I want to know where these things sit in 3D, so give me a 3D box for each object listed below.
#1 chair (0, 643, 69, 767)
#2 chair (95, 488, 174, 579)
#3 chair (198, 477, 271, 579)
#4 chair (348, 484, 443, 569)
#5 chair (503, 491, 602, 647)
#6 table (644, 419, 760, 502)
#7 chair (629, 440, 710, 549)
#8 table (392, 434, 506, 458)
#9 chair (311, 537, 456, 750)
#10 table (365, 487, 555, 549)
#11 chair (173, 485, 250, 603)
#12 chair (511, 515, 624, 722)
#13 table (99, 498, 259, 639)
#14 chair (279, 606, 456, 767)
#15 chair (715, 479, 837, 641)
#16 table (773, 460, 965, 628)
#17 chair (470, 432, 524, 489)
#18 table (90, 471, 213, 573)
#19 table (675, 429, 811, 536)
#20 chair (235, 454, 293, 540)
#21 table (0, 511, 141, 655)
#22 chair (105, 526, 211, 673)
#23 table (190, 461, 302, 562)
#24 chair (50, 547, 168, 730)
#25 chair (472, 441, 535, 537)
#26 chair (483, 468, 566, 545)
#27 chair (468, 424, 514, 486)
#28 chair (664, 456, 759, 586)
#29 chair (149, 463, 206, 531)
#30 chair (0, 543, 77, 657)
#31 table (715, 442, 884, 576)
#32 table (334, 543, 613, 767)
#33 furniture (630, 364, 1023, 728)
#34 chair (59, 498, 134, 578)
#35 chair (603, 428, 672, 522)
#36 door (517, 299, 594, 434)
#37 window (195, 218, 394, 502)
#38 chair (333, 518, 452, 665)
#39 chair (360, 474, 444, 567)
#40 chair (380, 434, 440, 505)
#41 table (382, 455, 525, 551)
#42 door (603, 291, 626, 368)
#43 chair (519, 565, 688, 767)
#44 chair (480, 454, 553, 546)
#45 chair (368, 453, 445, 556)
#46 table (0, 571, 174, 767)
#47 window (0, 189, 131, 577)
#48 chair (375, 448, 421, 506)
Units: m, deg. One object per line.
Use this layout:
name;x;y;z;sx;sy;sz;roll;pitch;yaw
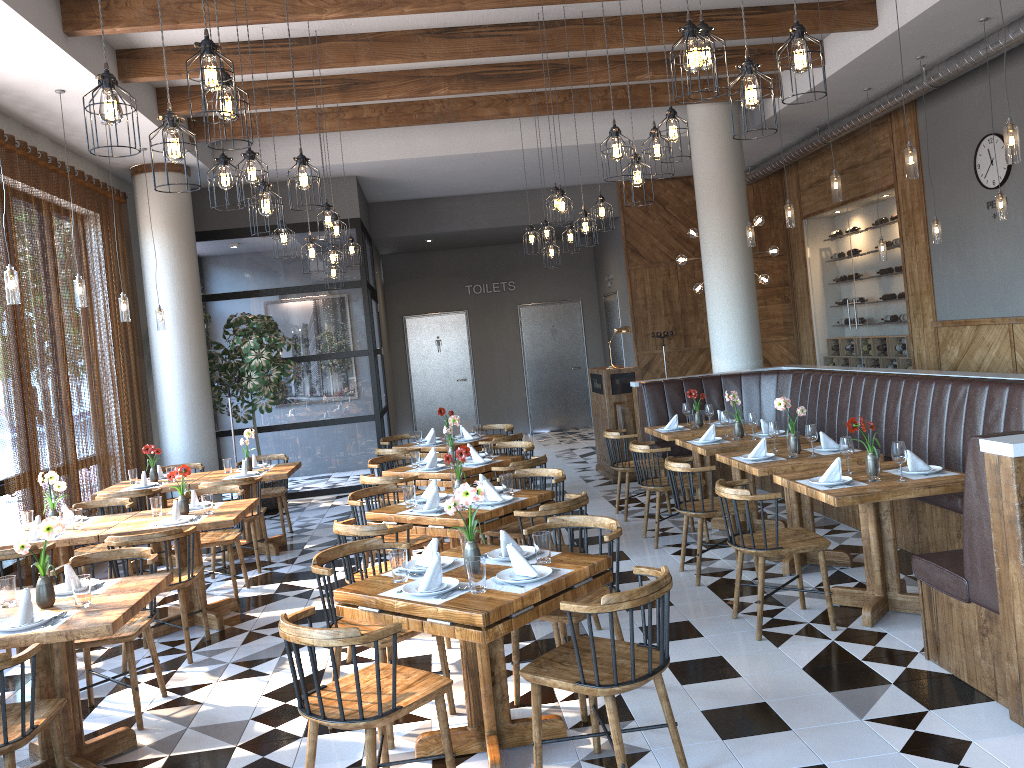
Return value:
chair;-1.987;1.374;3.313;0.519;0.817;0.550;-6;1;-5
chair;-3.215;1.292;7.577;0.519;0.817;0.550;-6;1;-5
chair;-2.379;1.204;7.653;0.519;0.817;0.550;-6;1;-5
chair;-0.784;1.124;6.002;0.549;0.817;0.521;-5;1;40
chair;0.201;1.065;5.175;0.549;0.817;0.521;-5;1;40
table;1.797;0.779;8.331;0.850;0.763;0.850;-6;2;-5
chair;1.266;0.861;7.181;0.550;0.817;0.519;-6;1;-5
table;-0.622;0.974;9.321;0.862;0.763;0.866;-4;2;40
chair;-0.622;1.194;4.209;0.549;0.817;0.521;-5;1;40
table;-0.286;1.120;5.597;0.862;0.763;0.866;-4;2;40
chair;-2.302;1.237;6.806;0.519;0.817;0.550;-6;1;-5
chair;0.282;1.099;4.291;0.518;0.817;0.551;-5;1;40
table;-2.234;1.288;6.154;0.850;0.763;0.850;-6;2;-5
chair;-0.540;1.229;3.301;0.518;0.817;0.551;-5;1;40
chair;1.465;0.947;4.986;0.550;0.817;0.519;-6;1;-5
table;2.094;0.908;5.047;0.850;0.763;0.850;-6;2;-5
chair;-0.136;0.919;8.911;0.549;0.817;0.521;-5;1;40
table;-3.276;1.293;8.224;0.850;0.763;0.850;-6;2;-5
table;1.897;0.822;7.232;0.850;0.763;0.850;-6;2;-5
chair;-2.496;1.153;8.953;0.519;0.817;0.550;-6;1;-5
table;-3.082;1.377;6.077;0.850;0.763;0.850;-6;2;-5
chair;-2.185;1.288;5.506;0.519;0.817;0.550;-6;1;-5
table;-2.428;1.204;8.301;0.850;0.763;0.850;-6;2;-5
chair;-2.104;1.323;4.613;0.519;0.817;0.550;-6;1;-5
chair;-0.048;0.957;7.936;0.518;0.817;0.551;-5;1;40
chair;0.120;1.029;6.083;0.518;0.817;0.551;-5;1;40
chair;-0.228;0.883;9.840;0.518;0.817;0.551;-5;1;40
chair;1.366;0.904;6.084;0.550;0.817;0.519;-6;1;-5
chair;-3.332;1.241;8.877;0.519;0.817;0.550;-6;1;-5
chair;-3.021;1.375;5.430;0.519;0.817;0.550;-6;1;-5
table;1.995;0.865;6.146;0.850;0.763;0.850;-6;2;-5
table;-0.124;1.190;3.805;0.862;0.763;0.866;-4;2;40
furniture;2.631;0.577;6.769;1.918;1.149;6.591;-6;3;-5
chair;-3.139;1.325;6.730;0.519;0.817;0.550;-6;1;-5
chair;1.167;0.818;8.279;0.550;0.817;0.519;-6;1;-5
door;0.812;-0.330;16.392;1.207;2.393;0.114;-6;0;-5
window;-3.191;-0.298;12.457;2.728;3.548;2.186;-6;1;-5
chair;-0.702;1.159;5.094;0.518;0.817;0.551;-5;1;40
chair;-0.869;1.087;6.946;0.518;0.817;0.551;-5;1;40
chair;-1.121;0.978;9.737;0.549;0.817;0.521;-5;1;40
table;-0.453;1.047;7.449;0.862;0.763;0.866;-4;2;40
door;1.799;-0.376;15.293;0.114;2.393;1.207;-6;1;-5
chair;0.363;1.135;3.383;0.549;0.817;0.521;-5;1;40
chair;0.034;0.992;7.028;0.549;0.817;0.521;-5;1;40
chair;-0.951;1.051;7.854;0.549;0.817;0.521;-5;1;40
table;-2.036;1.374;3.961;0.850;0.763;0.850;-6;2;-5
window;-2.646;-0.043;1.905;4.501;3.163;15.114;-7;3;-28
chair;-1.039;1.013;8.829;0.518;0.817;0.551;-5;1;40
